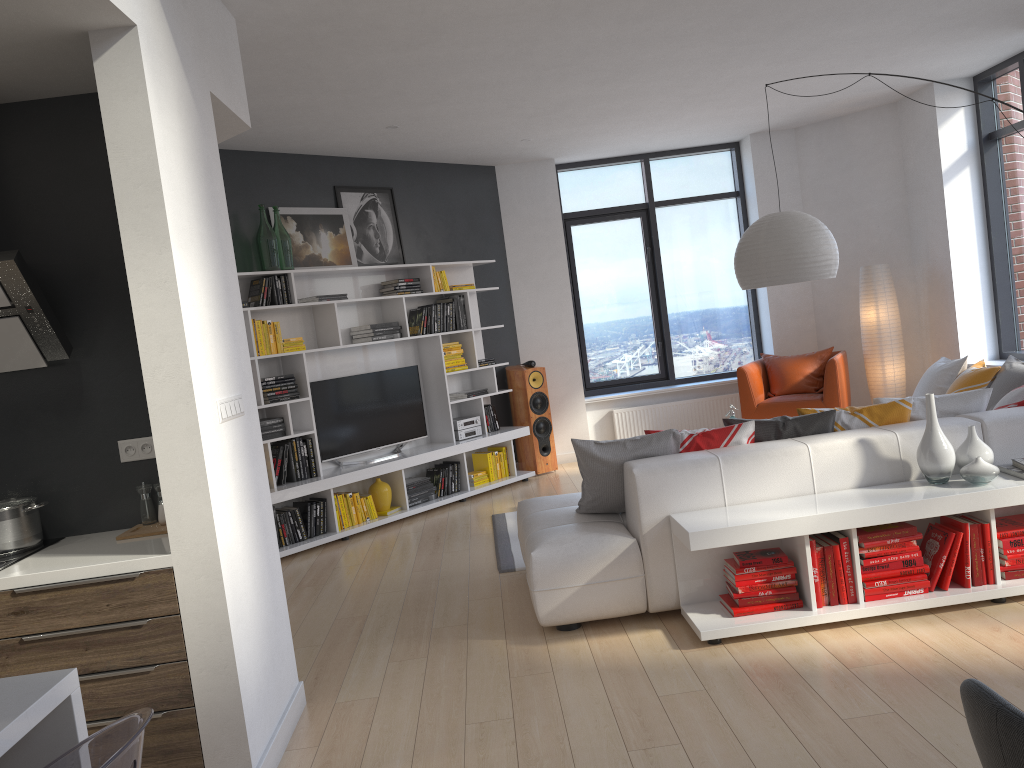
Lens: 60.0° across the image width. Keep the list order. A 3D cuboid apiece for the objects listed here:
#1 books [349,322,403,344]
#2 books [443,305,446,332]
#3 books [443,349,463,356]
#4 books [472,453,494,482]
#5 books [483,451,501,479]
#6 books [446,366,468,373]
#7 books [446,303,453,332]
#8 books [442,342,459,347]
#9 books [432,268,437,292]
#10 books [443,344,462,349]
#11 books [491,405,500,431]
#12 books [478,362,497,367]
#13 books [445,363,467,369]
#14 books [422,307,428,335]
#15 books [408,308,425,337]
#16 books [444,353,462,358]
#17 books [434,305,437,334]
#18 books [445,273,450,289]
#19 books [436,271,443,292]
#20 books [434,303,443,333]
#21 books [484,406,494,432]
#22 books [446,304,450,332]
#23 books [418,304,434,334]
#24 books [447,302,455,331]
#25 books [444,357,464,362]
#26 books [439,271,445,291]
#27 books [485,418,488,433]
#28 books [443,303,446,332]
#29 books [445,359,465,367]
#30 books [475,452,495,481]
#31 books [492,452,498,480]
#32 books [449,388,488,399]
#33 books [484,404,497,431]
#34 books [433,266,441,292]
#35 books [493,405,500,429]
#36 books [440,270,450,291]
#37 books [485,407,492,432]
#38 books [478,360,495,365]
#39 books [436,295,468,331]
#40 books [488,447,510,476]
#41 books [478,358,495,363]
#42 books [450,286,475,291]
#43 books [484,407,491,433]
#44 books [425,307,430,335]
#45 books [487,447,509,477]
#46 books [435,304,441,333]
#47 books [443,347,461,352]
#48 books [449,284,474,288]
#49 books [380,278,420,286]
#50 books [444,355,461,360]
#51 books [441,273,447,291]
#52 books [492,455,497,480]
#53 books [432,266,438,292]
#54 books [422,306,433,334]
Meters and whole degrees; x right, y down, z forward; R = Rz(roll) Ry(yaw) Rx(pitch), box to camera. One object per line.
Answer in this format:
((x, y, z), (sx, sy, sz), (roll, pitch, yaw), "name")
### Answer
((-1.118, -0.422, 7.310), (0.277, 0.137, 0.343), (-5, 5, 38), "books")
((-0.642, -0.564, 7.745), (0.172, 0.242, 0.069), (-4, 5, 44), "books")
((-0.580, -0.275, 7.881), (0.239, 0.033, 0.176), (-11, 5, -44), "books")
((-0.261, 0.748, 7.972), (0.198, 0.255, 0.044), (-4, 5, 43), "books")
((-0.193, 0.737, 8.041), (0.185, 0.250, 0.035), (-4, 5, 43), "books")
((-0.550, -0.126, 7.869), (0.257, 0.028, 0.194), (-11, 5, -42), "books")
((-0.602, -0.580, 7.825), (0.191, 0.249, 0.084), (-4, 5, 43), "books")
((-0.611, -0.346, 7.884), (0.223, 0.023, 0.163), (-11, 5, -43), "books")
((-0.726, -0.896, 7.653), (0.161, 0.229, 0.041), (-4, 5, 42), "books")
((-0.585, -0.325, 7.878), (0.223, 0.023, 0.163), (-11, 5, -43), "books")
((-0.213, 0.314, 8.151), (0.177, 0.242, 0.066), (-4, 5, 43), "books")
((-0.273, -0.175, 8.107), (0.213, 0.023, 0.161), (-11, 5, -43), "books")
((-0.562, -0.150, 7.871), (0.257, 0.024, 0.203), (-11, 5, -44), "books")
((-0.803, -0.530, 7.613), (0.187, 0.234, 0.096), (-4, 5, 43), "books")
((-0.822, -0.527, 7.585), (0.182, 0.234, 0.104), (-4, 5, 43), "books")
((-0.585, -0.248, 7.876), (0.171, 0.019, 0.239), (-4, 5, 43), "books")
((-0.721, -0.551, 7.693), (0.179, 0.243, 0.068), (-4, 5, 42), "books")
((-0.617, -0.897, 7.784), (0.142, 0.184, 0.044), (-4, 5, 44), "books")
((-0.671, -0.883, 7.720), (0.132, 0.180, 0.054), (-4, 5, 43), "books")
((-0.678, -0.570, 7.748), (0.197, 0.260, 0.066), (-4, 5, 43), "books")
((-0.250, 0.321, 8.106), (0.169, 0.242, 0.050), (-4, 5, 42), "books")
((-0.619, -0.572, 7.790), (0.179, 0.243, 0.071), (-4, 5, 42), "books")
((-0.744, -0.553, 7.677), (0.192, 0.254, 0.075), (-4, 5, 42), "books")
((-0.581, -0.589, 7.850), (0.197, 0.260, 0.066), (-4, 5, 43), "books")
((-0.584, -0.210, 7.878), (0.251, 0.014, 0.189), (-11, 5, -44), "books")
((-0.652, -0.885, 7.729), (0.128, 0.178, 0.044), (-4, 5, 43), "books")
((-0.317, 0.320, 8.061), (0.202, 0.268, 0.053), (-4, 5, 43), "books")
((-0.647, -0.573, 7.779), (0.192, 0.254, 0.075), (-4, 5, 42), "books")
((-0.569, -0.183, 7.873), (0.189, 0.042, 0.243), (-4, 5, 43), "books")
((-0.242, 0.742, 7.996), (0.199, 0.263, 0.015), (-4, 5, 43), "books")
((-0.213, 0.741, 8.023), (0.180, 0.251, 0.019), (-4, 5, 43), "books")
((-0.404, 0.090, 8.013), (0.250, 0.047, 0.310), (-5, 5, 38), "books")
((-0.239, 0.313, 8.134), (0.193, 0.255, 0.066), (-4, 5, 42), "books")
((-0.711, -0.900, 7.710), (0.164, 0.224, 0.054), (-4, 5, 42), "books")
((-0.213, 0.315, 8.198), (0.179, 0.233, 0.077), (-4, 5, 43), "books")
((-0.626, -0.894, 7.762), (0.141, 0.184, 0.064), (-4, 5, 44), "books")
((-0.270, 0.328, 8.095), (0.170, 0.236, 0.049), (-4, 5, 43), "books")
((-0.278, -0.193, 8.107), (0.142, 0.015, 0.198), (-4, 5, 41), "books")
((-0.539, -0.626, 7.938), (0.259, 0.321, 0.128), (-4, 5, 43), "books")
((-0.116, 0.710, 8.151), (0.213, 0.270, 0.025), (-4, 5, 43), "books")
((-0.290, -0.212, 8.117), (0.213, 0.023, 0.161), (-11, 5, -43), "books")
((-0.489, -0.846, 7.965), (0.257, 0.028, 0.194), (-11, 5, -42), "books")
((-0.291, 0.331, 8.082), (0.189, 0.240, 0.053), (-4, 5, 43), "books")
((-0.772, -0.536, 7.626), (0.169, 0.233, 0.081), (-4, 5, 42), "books")
((-0.127, 0.713, 8.125), (0.204, 0.270, 0.029), (-4, 5, 43), "books")
((-0.700, -0.560, 7.723), (0.191, 0.249, 0.084), (-4, 5, 43), "books")
((-0.590, -0.301, 7.876), (0.227, 0.022, 0.160), (-10, 4, -31), "books")
((-0.501, -0.871, 7.967), (0.257, 0.024, 0.203), (-11, 5, -44), "books")
((-0.946, -0.865, 7.516), (0.209, 0.030, 0.266), (-5, 5, 36), "books")
((-0.578, -0.227, 7.857), (0.217, 0.023, 0.145), (-11, 5, -43), "books")
((-0.630, -0.879, 7.735), (0.108, 0.161, 0.046), (-4, 5, 42), "books")
((-0.212, 0.755, 7.996), (0.156, 0.229, 0.024), (-4, 5, 43), "books")
((-0.725, -0.896, 7.682), (0.163, 0.224, 0.041), (-4, 5, 41), "books")
((-0.740, -0.544, 7.643), (0.172, 0.242, 0.069), (-4, 5, 44), "books")
